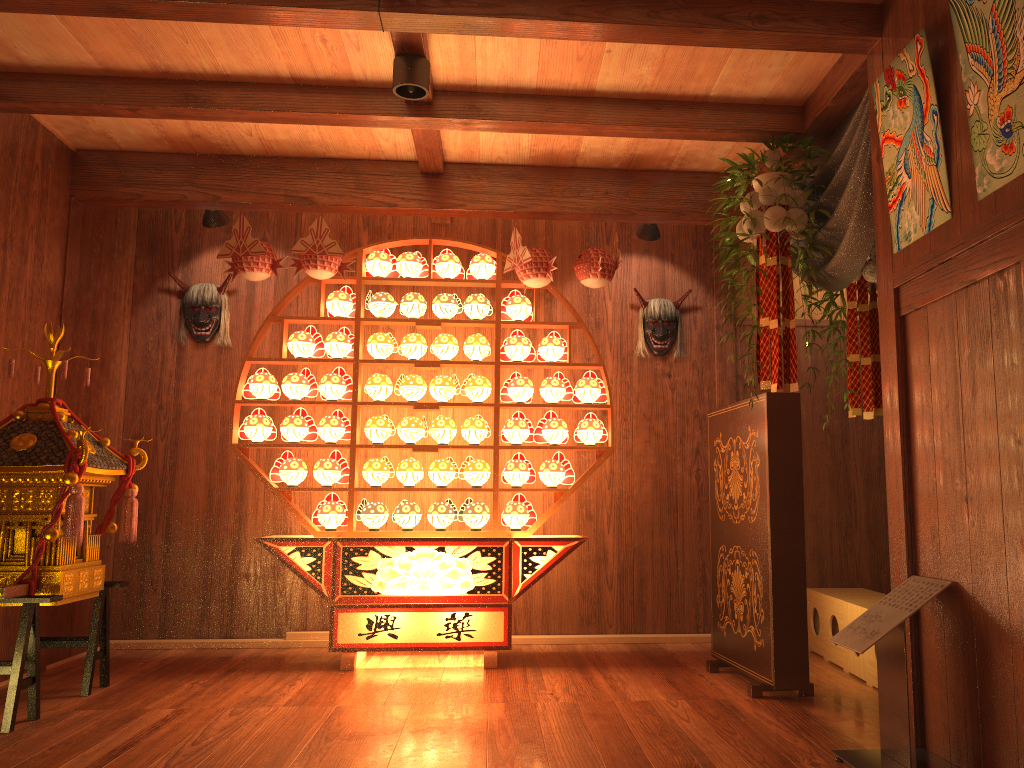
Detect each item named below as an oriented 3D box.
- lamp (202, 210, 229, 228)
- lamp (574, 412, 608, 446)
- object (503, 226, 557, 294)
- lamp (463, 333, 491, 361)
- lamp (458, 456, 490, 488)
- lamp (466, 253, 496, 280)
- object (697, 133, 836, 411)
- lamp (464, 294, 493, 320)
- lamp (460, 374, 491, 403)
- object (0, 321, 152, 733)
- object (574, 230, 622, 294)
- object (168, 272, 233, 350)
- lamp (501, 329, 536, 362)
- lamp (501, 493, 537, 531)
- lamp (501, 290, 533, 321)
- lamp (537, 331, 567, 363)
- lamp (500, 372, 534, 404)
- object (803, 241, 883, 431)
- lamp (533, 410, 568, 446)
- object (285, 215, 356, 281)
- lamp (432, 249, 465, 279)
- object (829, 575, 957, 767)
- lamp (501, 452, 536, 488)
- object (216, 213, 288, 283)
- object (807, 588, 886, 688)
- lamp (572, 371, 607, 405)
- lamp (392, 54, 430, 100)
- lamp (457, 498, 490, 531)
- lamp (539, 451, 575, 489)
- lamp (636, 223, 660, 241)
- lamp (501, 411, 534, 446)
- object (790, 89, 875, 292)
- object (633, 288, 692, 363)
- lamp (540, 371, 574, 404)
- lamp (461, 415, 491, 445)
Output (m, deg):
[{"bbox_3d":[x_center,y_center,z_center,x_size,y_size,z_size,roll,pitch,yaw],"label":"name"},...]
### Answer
[{"bbox_3d":[-1.586,-0.915,4.738,0.138,0.176,0.171,3,-8,-17],"label":"lamp"},{"bbox_3d":[0.413,0.237,4.688,0.181,0.192,0.158,0,-8,7],"label":"lamp"},{"bbox_3d":[0.117,-0.642,4.538,0.247,0.314,0.354,4,-9,-25],"label":"object"},{"bbox_3d":[-0.189,-0.198,4.693,0.139,0.173,0.157,0,-8,2],"label":"lamp"},{"bbox_3d":[-0.178,0.457,4.607,0.144,0.173,0.151,6,-10,-38],"label":"lamp"},{"bbox_3d":[-0.160,-0.642,4.756,0.189,0.188,0.157,0,-8,2],"label":"lamp"},{"bbox_3d":[1.142,-0.495,3.886,0.579,1.260,0.698,3,-8,-14],"label":"object"},{"bbox_3d":[-0.191,-0.417,4.723,0.138,0.173,0.159,-1,-8,12],"label":"lamp"},{"bbox_3d":[-0.175,0.021,4.668,0.144,0.173,0.152,5,-9,-33],"label":"lamp"},{"bbox_3d":[-1.881,0.499,3.514,0.610,1.514,0.805,1,-8,-3],"label":"object"},{"bbox_3d":[0.429,-0.650,4.568,0.230,0.318,0.363,1,-8,-7],"label":"object"},{"bbox_3d":[-1.789,-0.409,5.105,0.366,0.453,0.137,1,-8,-5],"label":"object"},{"bbox_3d":[0.030,-0.209,4.714,0.201,0.200,0.156,1,-8,-4],"label":"lamp"},{"bbox_3d":[0.019,0.665,4.599,0.192,0.197,0.159,-1,-8,11],"label":"lamp"},{"bbox_3d":[0.039,-0.427,4.745,0.204,0.200,0.154,3,-8,-18],"label":"lamp"},{"bbox_3d":[0.209,-0.204,4.730,0.187,0.195,0.159,-1,-8,11],"label":"lamp"},{"bbox_3d":[0.050,0.017,4.687,0.194,0.187,0.153,4,-8,-23],"label":"lamp"},{"bbox_3d":[1.805,-0.380,4.715,0.759,1.260,0.530,3,-8,-18],"label":"object"},{"bbox_3d":[0.231,0.231,4.673,0.204,0.200,0.154,3,-8,-18],"label":"lamp"},{"bbox_3d":[-0.961,-0.670,4.449,0.350,0.306,0.214,1,-8,-4],"label":"object"},{"bbox_3d":[-0.340,-0.651,4.741,0.203,0.200,0.154,2,-8,-13],"label":"lamp"},{"bbox_3d":[1.146,0.874,2.673,0.302,0.560,0.249,1,-8,-3],"label":"object"},{"bbox_3d":[0.024,0.450,4.625,0.184,0.194,0.158,0,-8,7],"label":"lamp"},{"bbox_3d":[-1.286,-0.666,4.413,0.357,0.311,0.244,-3,-8,22],"label":"object"},{"bbox_3d":[1.742,1.201,4.210,0.326,0.330,1.292,0,-8,3],"label":"object"},{"bbox_3d":[0.404,0.015,4.718,0.198,0.200,0.159,-1,-8,11],"label":"lamp"},{"bbox_3d":[-0.388,-1.182,3.408,0.135,0.120,0.144,-7,-10,41],"label":"lamp"},{"bbox_3d":[-0.181,0.675,4.580,0.144,0.173,0.151,6,-10,-38],"label":"lamp"},{"bbox_3d":[0.205,0.449,4.643,0.194,0.200,0.162,-4,-9,31],"label":"lamp"},{"bbox_3d":[0.755,-0.881,4.945,0.133,0.177,0.178,-2,-8,17],"label":"lamp"},{"bbox_3d":[0.023,0.230,4.654,0.188,0.195,0.158,0,-8,7],"label":"lamp"},{"bbox_3d":[1.360,-0.758,3.916,0.095,0.751,1.494,1,-8,-1],"label":"object"},{"bbox_3d":[0.906,-0.342,5.339,0.366,0.453,0.137,1,-8,-5],"label":"object"},{"bbox_3d":[0.213,0.017,4.704,0.176,0.191,0.161,-3,-9,27],"label":"lamp"},{"bbox_3d":[-0.199,0.238,4.634,0.138,0.173,0.159,-1,-8,12],"label":"lamp"}]
